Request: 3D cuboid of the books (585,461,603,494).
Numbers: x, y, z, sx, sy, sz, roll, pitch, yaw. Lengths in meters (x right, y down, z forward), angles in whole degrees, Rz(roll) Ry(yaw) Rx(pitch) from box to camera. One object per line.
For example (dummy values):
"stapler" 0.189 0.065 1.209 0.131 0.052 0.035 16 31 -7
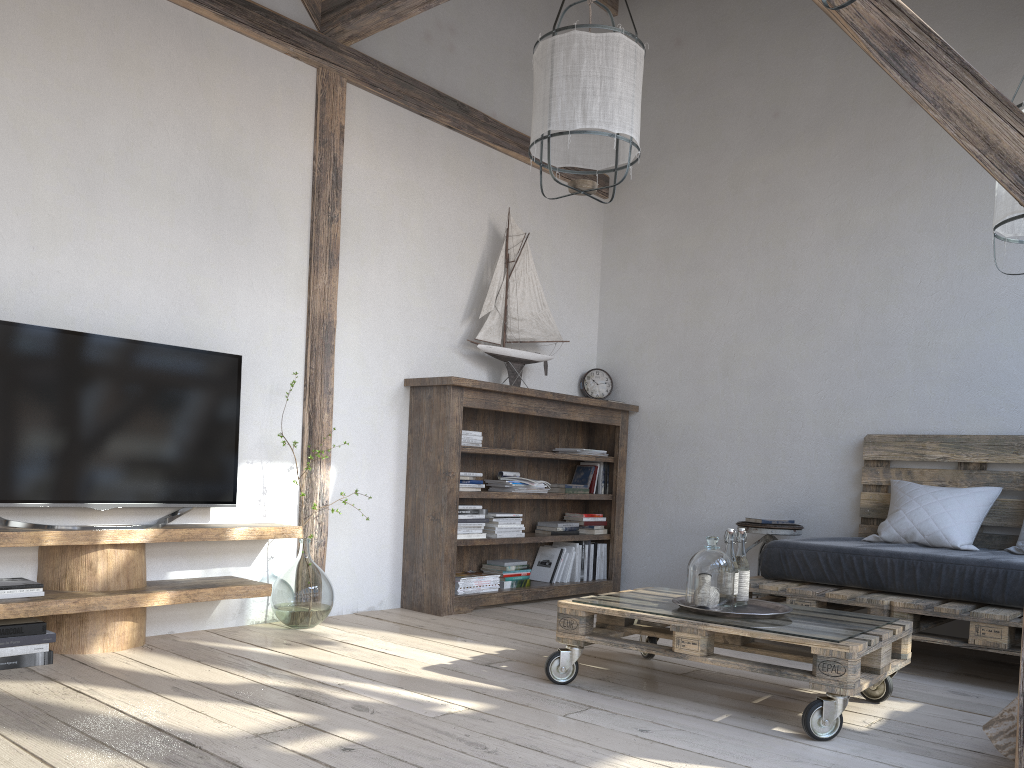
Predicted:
"books" 0.506 0.582 5.483 0.135 0.201 0.021 2 1 41

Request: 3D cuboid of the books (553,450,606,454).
"books" 0.410 0.411 5.352 0.259 0.009 0.204 8 -8 -42

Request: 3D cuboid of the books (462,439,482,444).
"books" -0.271 0.296 4.563 0.139 0.018 0.185 -2 -8 41

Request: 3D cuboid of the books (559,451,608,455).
"books" 0.439 0.423 5.373 0.204 0.009 0.259 -1 -7 33

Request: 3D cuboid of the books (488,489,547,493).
"books" 0.032 0.595 4.888 0.259 0.009 0.204 7 -7 -40

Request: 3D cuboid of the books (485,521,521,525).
"books" -0.062 0.756 4.814 0.139 0.018 0.185 -2 -8 41

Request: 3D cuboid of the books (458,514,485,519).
"books" -0.269 0.685 4.575 0.157 0.021 0.220 -1 -7 36

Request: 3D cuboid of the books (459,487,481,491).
"books" -0.270 0.547 4.604 0.139 0.020 0.186 -1 -7 36

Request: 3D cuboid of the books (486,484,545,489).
"books" 0.018 0.569 4.888 0.259 0.009 0.205 6 -7 -32

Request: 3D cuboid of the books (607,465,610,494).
"books" 0.550 0.597 5.535 0.139 0.185 0.020 2 0 41

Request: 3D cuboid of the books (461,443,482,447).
"books" -0.286 0.314 4.576 0.157 0.017 0.220 -2 -7 36

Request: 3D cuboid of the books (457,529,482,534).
"books" -0.286 0.763 4.582 0.157 0.021 0.220 -2 -8 41

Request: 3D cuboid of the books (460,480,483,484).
"books" -0.277 0.508 4.594 0.209 0.020 0.146 6 -7 -33

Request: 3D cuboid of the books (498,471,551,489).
"books" 0.071 0.538 4.915 0.221 0.088 0.262 1 -5 21

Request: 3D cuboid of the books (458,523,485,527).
"books" -0.273 0.725 4.565 0.220 0.017 0.157 8 -8 -43

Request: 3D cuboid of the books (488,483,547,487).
"books" 0.030 0.561 4.892 0.259 0.009 0.204 8 -8 -42

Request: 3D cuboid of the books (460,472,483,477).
"books" -0.267 0.470 4.602 0.139 0.018 0.185 -2 -8 41

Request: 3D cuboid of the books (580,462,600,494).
"books" 0.468 0.581 5.444 0.138 0.191 0.050 2 0 41

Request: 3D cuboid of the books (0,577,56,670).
"books" -1.762 0.802 2.936 0.290 0.264 0.361 0 -4 41

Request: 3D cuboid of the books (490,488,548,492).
"books" 0.038 0.588 4.894 0.259 0.009 0.204 8 -8 -44

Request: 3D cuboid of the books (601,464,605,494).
"books" 0.518 0.592 5.498 0.139 0.185 0.020 2 0 41

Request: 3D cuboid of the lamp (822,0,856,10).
"lamp" 0.729 -1.399 1.586 0.407 1.305 0.400 3 1 18

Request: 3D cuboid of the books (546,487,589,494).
"books" 0.332 0.639 5.288 0.161 0.030 0.220 -3 -8 44

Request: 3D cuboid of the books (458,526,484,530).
"books" -0.278 0.744 4.583 0.157 0.017 0.220 -2 -8 41

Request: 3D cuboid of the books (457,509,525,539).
"books" -0.180 0.741 4.709 0.206 0.151 0.551 0 -6 41

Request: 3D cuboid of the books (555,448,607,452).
"books" 0.422 0.404 5.359 0.204 0.009 0.259 -2 -7 38

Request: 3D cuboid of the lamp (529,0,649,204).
"lamp" 0.277 -1.224 3.154 0.400 1.083 0.407 3 1 -7

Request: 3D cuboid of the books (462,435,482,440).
"books" -0.285 0.276 4.573 0.157 0.021 0.220 -2 -8 41

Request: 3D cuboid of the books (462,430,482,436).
"books" -0.290 0.253 4.577 0.157 0.021 0.220 -2 -8 41

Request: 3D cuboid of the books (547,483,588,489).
"books" 0.332 0.612 5.278 0.205 0.021 0.150 8 -8 -44

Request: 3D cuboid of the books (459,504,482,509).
"books" -0.268 0.637 4.565 0.139 0.018 0.185 -2 -8 41

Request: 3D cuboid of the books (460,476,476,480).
"books" -0.271 0.489 4.597 0.132 0.021 0.200 2 -6 8

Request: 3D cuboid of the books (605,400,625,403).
"books" 0.559 0.122 5.532 0.236 0.025 0.179 -2 -8 41

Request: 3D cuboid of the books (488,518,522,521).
"books" -0.077 0.741 4.838 0.220 0.017 0.157 8 -8 -43

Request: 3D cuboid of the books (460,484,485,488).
"books" -0.273 0.528 4.600 0.157 0.017 0.220 -2 -8 41

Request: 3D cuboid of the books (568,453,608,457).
"books" 0.429 0.430 5.362 0.204 0.009 0.259 -1 -7 36

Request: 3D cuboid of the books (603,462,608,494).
"books" 0.538 0.587 5.508 0.136 0.201 0.021 2 1 41

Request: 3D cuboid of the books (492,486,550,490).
"books" 0.050 0.581 4.904 0.204 0.009 0.259 -3 -8 43

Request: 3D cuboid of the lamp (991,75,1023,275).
"lamp" 1.800 -1.122 2.814 0.408 1.517 0.399 3 1 -7

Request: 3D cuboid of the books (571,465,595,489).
"books" 0.430 0.585 5.400 0.131 0.172 0.082 2 -1 42

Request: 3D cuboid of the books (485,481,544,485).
"books" 0.016 0.552 4.894 0.259 0.009 0.204 8 -8 -42

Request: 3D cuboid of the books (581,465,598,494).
"books" 0.454 0.587 5.422 0.139 0.176 0.059 2 0 40

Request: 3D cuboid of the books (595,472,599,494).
"books" 0.487 0.595 5.470 0.116 0.172 0.018 2 1 41

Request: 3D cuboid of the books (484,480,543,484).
"books" 0.009 0.543 4.893 0.259 0.009 0.204 7 -7 -37
